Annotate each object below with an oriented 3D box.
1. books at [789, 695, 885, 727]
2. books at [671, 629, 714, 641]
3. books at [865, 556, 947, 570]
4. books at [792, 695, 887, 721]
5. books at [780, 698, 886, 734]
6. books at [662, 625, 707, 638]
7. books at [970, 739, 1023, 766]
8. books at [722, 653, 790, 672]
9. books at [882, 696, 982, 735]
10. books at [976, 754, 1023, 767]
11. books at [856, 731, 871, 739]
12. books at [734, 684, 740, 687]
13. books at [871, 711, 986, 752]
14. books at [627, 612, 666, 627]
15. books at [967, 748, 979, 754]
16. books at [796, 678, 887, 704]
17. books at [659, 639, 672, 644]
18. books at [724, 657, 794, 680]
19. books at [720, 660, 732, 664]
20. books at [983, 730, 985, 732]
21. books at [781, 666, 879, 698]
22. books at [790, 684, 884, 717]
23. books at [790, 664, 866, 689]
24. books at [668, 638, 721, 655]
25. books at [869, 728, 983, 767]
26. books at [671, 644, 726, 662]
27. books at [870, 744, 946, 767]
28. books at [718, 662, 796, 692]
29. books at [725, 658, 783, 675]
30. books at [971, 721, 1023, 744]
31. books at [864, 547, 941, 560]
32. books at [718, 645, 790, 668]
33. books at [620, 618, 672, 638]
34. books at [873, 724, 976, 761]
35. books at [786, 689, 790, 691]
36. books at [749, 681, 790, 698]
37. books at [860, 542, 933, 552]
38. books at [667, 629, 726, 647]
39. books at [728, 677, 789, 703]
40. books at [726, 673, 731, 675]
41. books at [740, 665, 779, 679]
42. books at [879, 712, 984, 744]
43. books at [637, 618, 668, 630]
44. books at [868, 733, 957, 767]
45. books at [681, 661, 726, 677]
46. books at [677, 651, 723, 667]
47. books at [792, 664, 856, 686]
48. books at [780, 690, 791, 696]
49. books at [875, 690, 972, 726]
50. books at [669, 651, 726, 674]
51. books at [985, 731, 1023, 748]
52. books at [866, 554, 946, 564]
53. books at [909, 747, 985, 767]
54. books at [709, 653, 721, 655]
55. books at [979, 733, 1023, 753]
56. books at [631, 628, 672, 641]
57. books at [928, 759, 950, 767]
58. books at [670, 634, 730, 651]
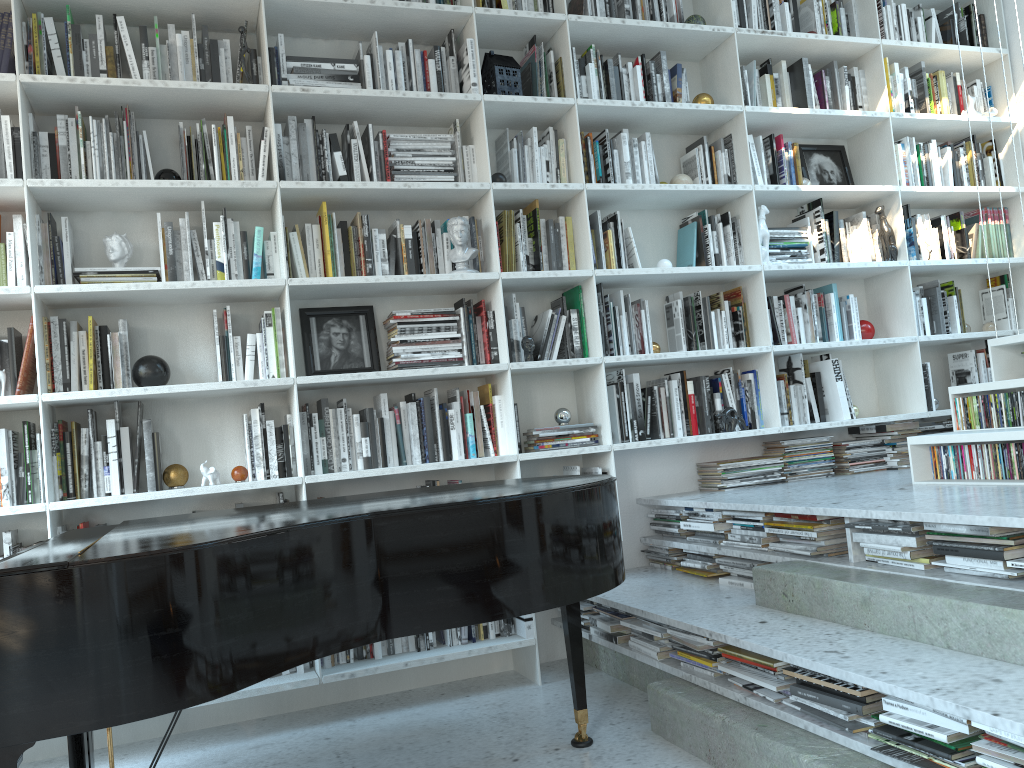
[{"bbox_3d":[0.857,0.808,2.238,0.147,0.008,0.290,-4,-4,-24],"label":"books"},{"bbox_3d":[0.635,0.778,2.823,0.174,0.011,0.228,-4,-4,-21],"label":"books"},{"bbox_3d":[1.209,0.532,2.682,0.132,0.016,0.262,-5,-4,-15],"label":"books"},{"bbox_3d":[0.848,0.799,2.236,0.177,0.011,0.220,-4,-4,-18],"label":"books"},{"bbox_3d":[0.840,0.818,2.231,0.189,0.009,0.291,-4,-4,-17],"label":"books"},{"bbox_3d":[0.621,0.771,2.818,0.193,0.005,0.225,-4,-4,-24],"label":"books"},{"bbox_3d":[1.043,0.700,1.667,0.168,0.013,0.281,-4,-4,-25],"label":"books"},{"bbox_3d":[0.739,0.776,2.529,0.165,0.014,0.236,-4,-4,-25],"label":"books"},{"bbox_3d":[0.956,0.715,1.956,0.141,0.028,0.223,-4,-4,-25],"label":"books"},{"bbox_3d":[1.044,0.724,1.665,0.191,0.015,0.246,-4,-4,-19],"label":"books"},{"bbox_3d":[0.862,0.833,2.238,0.142,0.012,0.291,-5,-4,-16],"label":"books"},{"bbox_3d":[0.763,0.865,2.530,0.147,0.008,0.236,-4,-4,-21],"label":"books"},{"bbox_3d":[0.948,0.750,1.950,0.171,0.007,0.260,-4,-4,-17],"label":"books"},{"bbox_3d":[0.536,0.815,3.116,0.159,0.006,0.285,-4,-4,-18],"label":"books"},{"bbox_3d":[0.965,0.757,1.955,0.145,0.010,0.267,-4,-4,-21],"label":"books"},{"bbox_3d":[0.856,0.759,2.242,0.142,0.017,0.239,-4,-4,-24],"label":"books"},{"bbox_3d":[0.551,0.877,3.116,0.147,0.012,0.206,-4,-4,-19],"label":"books"},{"bbox_3d":[0.752,0.796,2.532,0.155,0.009,0.298,-4,-4,-19],"label":"books"},{"bbox_3d":[0.661,0.850,2.826,0.123,0.008,0.294,-4,-4,-17],"label":"books"},{"bbox_3d":[1.060,0.674,1.675,0.133,0.008,0.284,-4,-4,-24],"label":"books"},{"bbox_3d":[0.841,0.736,2.239,0.170,0.014,0.281,-4,-4,-23],"label":"books"},{"bbox_3d":[0.848,0.781,2.237,0.160,0.025,0.244,-4,-4,-25],"label":"books"},{"bbox_3d":[0.854,0.725,2.245,0.157,0.007,0.268,-4,-4,-20],"label":"books"},{"bbox_3d":[0.636,0.819,2.819,0.169,0.009,0.242,-4,-4,-24],"label":"books"},{"bbox_3d":[0.951,0.780,1.948,0.180,0.008,0.268,-4,-4,-21],"label":"books"},{"bbox_3d":[0.643,0.841,2.820,0.159,0.011,0.246,-4,-4,-24],"label":"books"},{"bbox_3d":[0.943,0.809,1.943,0.193,0.005,0.225,-4,-4,-24],"label":"books"},{"bbox_3d":[0.742,0.820,2.526,0.182,0.013,0.287,-4,-4,-19],"label":"books"},{"bbox_3d":[0.747,0.787,2.531,0.169,0.009,0.242,-4,-4,-20],"label":"books"},{"bbox_3d":[1.037,0.653,1.669,0.182,0.016,0.257,-4,-4,-17],"label":"books"},{"bbox_3d":[1.198,0.500,2.681,0.167,0.024,0.192,-4,-4,-19],"label":"books"},{"bbox_3d":[0.734,0.764,2.529,0.179,0.012,0.249,-4,-4,-23],"label":"books"},{"bbox_3d":[0.529,0.845,3.111,0.180,0.015,0.294,-4,-4,-22],"label":"books"},{"bbox_3d":[0.945,0.770,1.947,0.189,0.013,0.215,-4,-4,-22],"label":"books"},{"bbox_3d":[0.760,0.832,2.532,0.130,0.014,0.250,-4,-4,-25],"label":"books"},{"bbox_3d":[0.768,0.850,2.533,0.128,0.005,0.296,-4,-4,-18],"label":"books"},{"bbox_3d":[1.186,0.481,2.678,0.177,0.015,0.187,-5,-4,-15],"label":"books"},{"bbox_3d":[0.634,0.791,2.821,0.171,0.015,0.253,-4,-4,-23],"label":"books"},{"bbox_3d":[0.748,0.858,2.525,0.161,0.008,0.254,-5,-4,-15],"label":"books"},{"bbox_3d":[0.659,0.881,2.822,0.140,0.008,0.283,-4,-4,-22],"label":"books"},{"bbox_3d":[0.761,0.806,2.535,0.140,0.013,0.180,-4,-4,-19],"label":"books"},{"bbox_3d":[0.945,0.738,1.950,0.180,0.017,0.183,-4,-4,-23],"label":"books"},{"bbox_3d":[0.550,0.827,3.120,0.130,0.018,0.256,-4,-4,-17],"label":"books"},{"bbox_3d":[0.957,0.795,1.949,0.171,0.005,0.297,-4,-4,-21],"label":"books"},{"bbox_3d":[0.652,0.893,2.818,0.157,0.014,0.180,-4,-4,-23],"label":"books"},{"bbox_3d":[0.650,0.860,2.821,0.164,0.012,0.205,-4,-4,-20],"label":"books"},{"bbox_3d":[0.849,0.718,2.244,0.160,0.008,0.239,-4,-4,-19],"label":"books"},{"bbox_3d":[0.768,0.843,2.534,0.132,0.009,0.269,-4,-4,-19],"label":"books"},{"bbox_3d":[0.953,0.695,1.956,0.139,0.013,0.288,-5,-4,-15],"label":"books"},{"bbox_3d":[0.647,0.872,2.818,0.159,0.012,0.292,-4,-4,-23],"label":"books"},{"bbox_3d":[1.039,0.666,1.669,0.178,0.010,0.196,-5,-4,-15],"label":"books"},{"bbox_3d":[1.216,0.517,2.686,0.136,0.013,0.258,-4,-4,-20],"label":"books"},{"bbox_3d":[0.957,0.788,1.950,0.159,0.009,0.275,-4,-4,-17],"label":"books"},{"bbox_3d":[0.654,0.828,2.825,0.140,0.013,0.180,-4,-4,-17],"label":"books"},{"bbox_3d":[1.049,0.681,1.671,0.175,0.006,0.251,-4,-4,-20],"label":"books"},{"bbox_3d":[0.534,0.862,3.111,0.171,0.020,0.193,-5,-4,-16],"label":"books"},{"bbox_3d":[0.961,0.801,1.950,0.147,0.008,0.236,-5,-4,-15],"label":"books"},{"bbox_3d":[0.628,0.807,2.818,0.182,0.016,0.199,-5,-4,-15],"label":"books"}]
